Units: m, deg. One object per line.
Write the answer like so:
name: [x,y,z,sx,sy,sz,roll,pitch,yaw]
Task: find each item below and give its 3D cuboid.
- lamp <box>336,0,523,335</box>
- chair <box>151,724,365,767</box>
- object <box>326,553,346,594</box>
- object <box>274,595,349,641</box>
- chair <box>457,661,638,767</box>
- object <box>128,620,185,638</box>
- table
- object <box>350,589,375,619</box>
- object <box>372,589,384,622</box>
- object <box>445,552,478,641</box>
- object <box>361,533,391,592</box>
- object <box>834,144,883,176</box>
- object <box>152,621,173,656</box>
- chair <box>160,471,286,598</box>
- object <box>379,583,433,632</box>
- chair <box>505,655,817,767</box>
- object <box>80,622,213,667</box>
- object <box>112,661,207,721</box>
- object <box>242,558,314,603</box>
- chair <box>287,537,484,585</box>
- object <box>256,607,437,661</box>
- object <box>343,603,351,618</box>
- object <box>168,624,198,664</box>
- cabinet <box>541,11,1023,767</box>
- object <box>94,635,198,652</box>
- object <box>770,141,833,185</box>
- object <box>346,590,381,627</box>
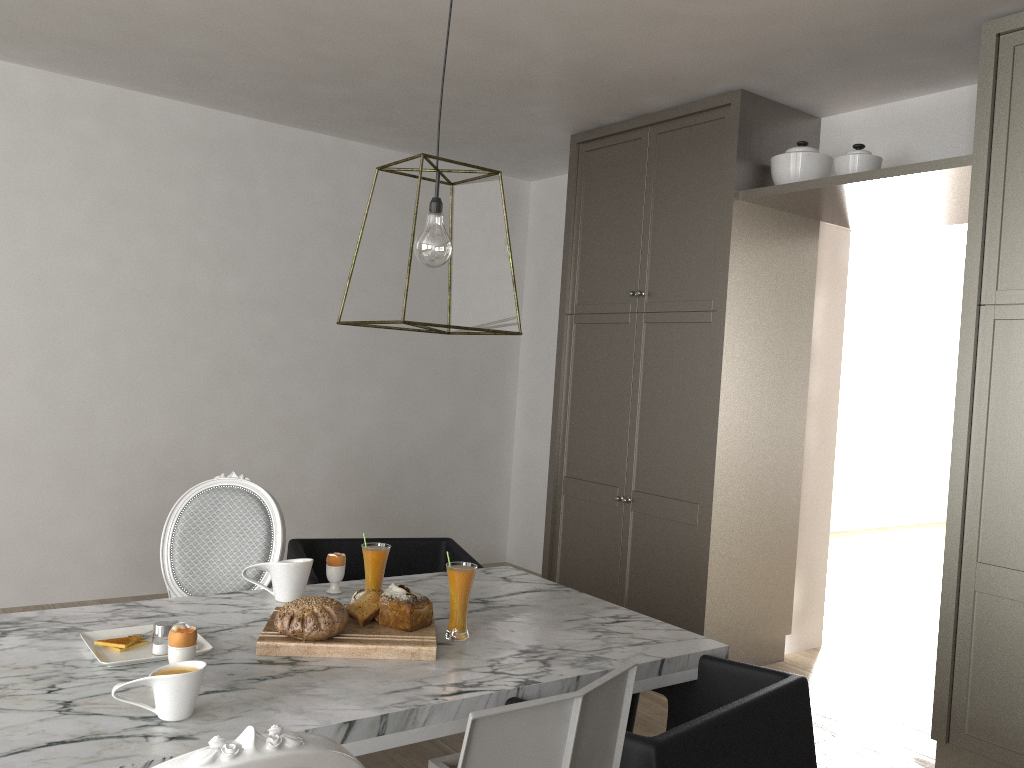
lamp: [-0.154,-0.675,2.000,0.584,1.108,0.584,3,1,-21]
chair: [-0.407,0.727,1.039,0.480,0.833,0.505,3,1,-39]
object: [-0.457,0.488,2.298,0.050,0.101,0.050,3,1,-41]
object: [-0.417,0.484,1.853,0.151,0.075,0.157,4,1,-1]
chair: [-0.075,0.793,1.395,0.439,0.745,0.470,4,1,43]
object: [-0.747,0.518,1.861,0.032,0.013,0.132,4,1,28]
table: [-0.486,0.837,1.884,1.781,0.583,0.870,3,1,-37]
object: [-0.326,0.498,2.008,0.073,0.055,0.083,4,1,30]
object: [-0.297,0.498,2.004,0.072,0.057,0.083,4,1,29]
object: [-0.116,0.473,1.975,0.071,0.188,0.071,4,1,-16]
object: [-0.330,0.457,2.128,0.071,0.188,0.071,4,1,-16]
object: [1.308,-0.826,3.357,0.176,0.161,0.174,3,1,-32]
object: [-0.688,0.500,1.744,0.036,0.060,0.036,4,1,4]
chair: [-0.866,0.679,2.436,0.480,0.833,0.505,4,1,-4]
object: [-0.231,0.489,1.953,0.090,0.087,0.086,4,1,31]
chair: [0.269,0.886,1.787,0.609,0.597,0.569,4,1,43]
object: [-0.735,0.522,1.781,0.212,0.014,0.212,3,1,-37]
object: [-0.570,0.503,1.443,0.138,0.085,0.089,3,1,-41]
object: [-0.582,0.483,2.197,0.170,0.105,0.110,4,1,-16]
chair: [-0.421,0.828,2.845,0.569,0.597,0.609,3,1,-22]
object: [-0.348,0.539,1.927,0.360,0.031,0.260,4,1,-7]
object: [-0.355,0.515,2.018,0.068,0.017,0.077,4,1,31]
object: [-0.595,0.487,1.598,0.050,0.101,0.050,3,1,-30]
cabinet: [2.203,0.112,2.490,0.947,2.377,5.433,3,1,-37]
object: [-0.728,0.520,1.774,0.197,0.014,0.068,4,1,-9]
object: [1.160,-0.865,3.560,0.243,0.214,0.241,3,1,-32]
object: [-0.323,0.492,1.952,0.074,0.067,0.079,4,1,25]
